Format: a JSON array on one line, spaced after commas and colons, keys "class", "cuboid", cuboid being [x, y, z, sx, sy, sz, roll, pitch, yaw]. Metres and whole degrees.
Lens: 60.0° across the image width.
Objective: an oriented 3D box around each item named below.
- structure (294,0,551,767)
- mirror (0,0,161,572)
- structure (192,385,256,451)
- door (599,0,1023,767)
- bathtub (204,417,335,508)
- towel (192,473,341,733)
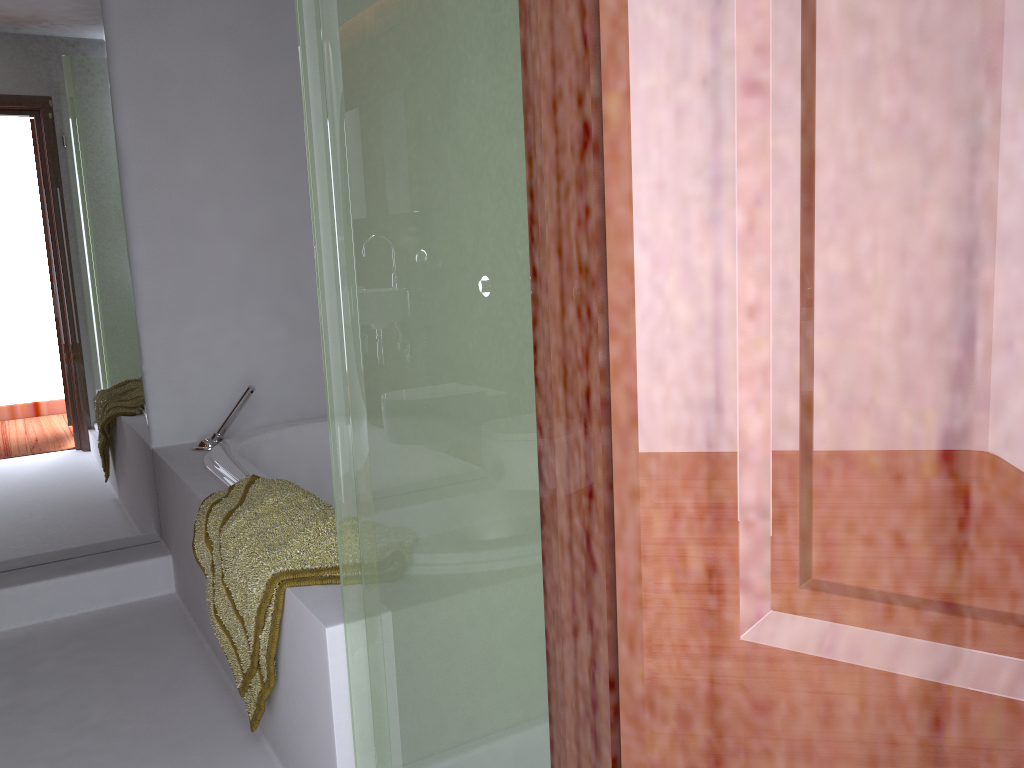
[{"class": "structure", "cuboid": [0.314, -0.184, 1.344, 1.015, 2.079, 0.765, -8, 10, -30]}, {"class": "mirror", "cuboid": [-1.865, -0.460, 2.509, 1.433, 2.183, 0.019, -8, 10, -30]}, {"class": "structure", "cuboid": [-0.951, 0.128, 2.955, 0.239, 0.257, 0.112, -3, 9, 1]}, {"class": "door", "cuboid": [0.334, -0.026, 0.377, 0.708, 1.780, 0.095, 4, 11, 35]}, {"class": "bathtub", "cuboid": [-0.310, 0.428, 2.529, 0.881, 0.424, 1.683, -8, 10, -30]}, {"class": "towel", "cuboid": [-0.491, 0.491, 2.047, 0.349, 0.452, 0.890, -9, 11, -35]}]
